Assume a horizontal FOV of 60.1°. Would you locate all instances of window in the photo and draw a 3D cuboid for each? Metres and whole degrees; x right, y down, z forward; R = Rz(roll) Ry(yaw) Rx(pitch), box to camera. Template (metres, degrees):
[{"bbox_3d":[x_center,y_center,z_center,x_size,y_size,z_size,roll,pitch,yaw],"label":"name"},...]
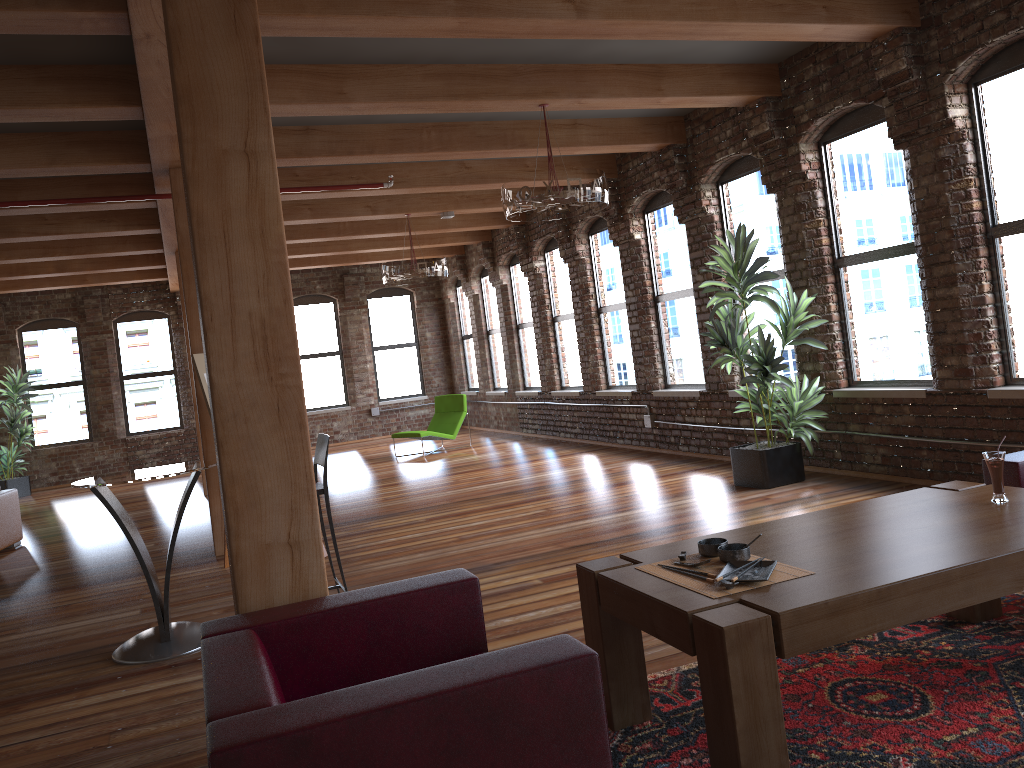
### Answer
[{"bbox_3d":[1.208,-0.968,10.873,0.237,2.216,0.966,-7,0,-20],"label":"window"},{"bbox_3d":[-7.751,-0.026,15.048,0.970,2.170,0.086,-7,-1,-20],"label":"window"},{"bbox_3d":[-0.313,-0.924,14.994,0.232,2.216,0.966,-7,0,-20],"label":"window"},{"bbox_3d":[-3.625,-0.565,16.525,0.970,2.219,0.218,-7,-1,-20],"label":"window"},{"bbox_3d":[2.728,-1.011,6.747,0.236,2.216,0.966,-7,0,-20],"label":"window"},{"bbox_3d":[-0.829,-0.909,16.394,0.232,2.216,0.966,-7,0,-20],"label":"window"},{"bbox_3d":[-6.357,-0.185,15.498,0.970,2.228,0.221,-7,-1,-20],"label":"window"},{"bbox_3d":[2.221,-0.997,8.123,0.236,2.216,0.966,-7,0,-20],"label":"window"},{"bbox_3d":[3.234,-1.026,5.374,0.236,2.216,0.966,-7,0,-20],"label":"window"},{"bbox_3d":[0.699,-0.953,12.247,0.230,2.216,0.966,-7,0,-20],"label":"window"},{"bbox_3d":[-2.242,-0.755,17.045,0.970,2.219,0.218,-7,-1,-20],"label":"window"},{"bbox_3d":[1.713,-0.982,9.497,0.232,2.216,0.966,-7,0,-20],"label":"window"},{"bbox_3d":[0.194,-0.938,13.619,0.233,2.216,0.966,-7,0,-20],"label":"window"}]

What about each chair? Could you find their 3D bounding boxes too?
[{"bbox_3d":[-1.178,0.796,4.819,0.467,0.982,0.429,-7,0,-20],"label":"chair"},{"bbox_3d":[-0.346,0.970,2.387,0.867,0.593,1.069,-8,1,-20],"label":"chair"},{"bbox_3d":[-1.201,0.605,13.012,0.678,0.796,0.959,-7,1,45],"label":"chair"},{"bbox_3d":[-5.398,1.317,8.419,1.065,0.735,0.830,-7,1,-10],"label":"chair"},{"bbox_3d":[2.653,0.559,3.488,0.867,0.593,1.069,-8,1,-20],"label":"chair"}]

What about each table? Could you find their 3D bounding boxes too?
[{"bbox_3d":[-1.861,0.922,4.656,0.721,0.925,0.722,-7,0,4],"label":"table"},{"bbox_3d":[1.222,0.780,2.954,1.753,0.550,0.899,-8,1,-20],"label":"table"}]

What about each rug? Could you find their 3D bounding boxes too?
[{"bbox_3d":[1.215,1.056,2.928,2.467,0.009,1.341,-8,2,-20],"label":"rug"}]

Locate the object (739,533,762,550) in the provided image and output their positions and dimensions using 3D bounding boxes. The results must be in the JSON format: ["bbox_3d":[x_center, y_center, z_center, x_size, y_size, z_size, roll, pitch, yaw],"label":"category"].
[{"bbox_3d":[0.737,0.516,2.831,0.137,0.080,0.045,-6,1,35],"label":"object"}]

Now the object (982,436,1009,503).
[{"bbox_3d":[1.760,0.311,3.202,0.095,0.232,0.076,-7,0,13],"label":"object"}]

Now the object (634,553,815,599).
[{"bbox_3d":[0.647,0.579,2.759,0.353,0.001,0.468,-8,2,-20],"label":"object"}]

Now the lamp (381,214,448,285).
[{"bbox_3d":[-1.213,-1.654,10.737,0.808,0.815,0.810,-7,1,16],"label":"lamp"}]

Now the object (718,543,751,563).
[{"bbox_3d":[0.715,0.545,2.847,0.098,0.043,0.099,-7,2,17],"label":"object"}]

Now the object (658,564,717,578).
[{"bbox_3d":[0.547,0.586,2.793,0.007,0.008,0.269,-7,2,-31],"label":"object"}]

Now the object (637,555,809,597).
[{"bbox_3d":[0.646,0.580,2.758,0.332,0.003,0.470,-8,2,-20],"label":"object"}]

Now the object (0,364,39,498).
[{"bbox_3d":[-8.084,0.766,14.038,1.083,2.104,0.964,-7,0,-42],"label":"object"}]

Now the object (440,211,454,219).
[{"bbox_3d":[-0.799,-2.095,10.955,0.146,0.072,0.147,-8,2,-20],"label":"object"}]

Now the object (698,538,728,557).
[{"bbox_3d":[0.672,0.546,2.957,0.098,0.043,0.099,-7,2,6],"label":"object"}]

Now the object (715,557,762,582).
[{"bbox_3d":[0.685,0.555,2.667,0.007,0.008,0.271,-6,2,44],"label":"object"}]

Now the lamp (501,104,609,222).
[{"bbox_3d":[0.289,-1.697,6.663,0.808,0.815,0.811,-7,1,22],"label":"lamp"}]

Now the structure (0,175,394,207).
[{"bbox_3d":[-4.296,-1.500,7.271,6.821,0.112,0.051,-8,0,-20],"label":"structure"}]

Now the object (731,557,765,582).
[{"bbox_3d":[0.712,0.552,2.657,0.007,0.008,0.271,-7,2,36],"label":"object"}]

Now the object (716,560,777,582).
[{"bbox_3d":[0.706,0.565,2.658,0.153,0.018,0.213,-6,2,25],"label":"object"}]

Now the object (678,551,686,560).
[{"bbox_3d":[0.565,0.572,2.931,0.018,0.021,0.059,-7,2,22],"label":"object"}]

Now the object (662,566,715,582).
[{"bbox_3d":[0.542,0.588,2.752,0.007,0.008,0.270,-7,2,-25],"label":"object"}]

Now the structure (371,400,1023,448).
[{"bbox_3d":[1.167,0.344,10.992,1.637,0.313,13.678,-8,2,-27],"label":"structure"}]

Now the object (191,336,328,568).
[{"bbox_3d":[-1.916,0.250,6.346,0.683,2.141,0.703,-7,0,30],"label":"object"}]

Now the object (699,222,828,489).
[{"bbox_3d":[1.998,-0.245,7.222,0.967,2.104,1.079,-7,0,-7],"label":"object"}]

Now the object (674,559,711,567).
[{"bbox_3d":[0.577,0.569,2.840,0.045,0.030,0.153,-8,2,-36],"label":"object"}]

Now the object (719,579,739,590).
[{"bbox_3d":[0.625,0.578,2.546,0.018,0.021,0.059,-7,2,-34],"label":"object"}]
